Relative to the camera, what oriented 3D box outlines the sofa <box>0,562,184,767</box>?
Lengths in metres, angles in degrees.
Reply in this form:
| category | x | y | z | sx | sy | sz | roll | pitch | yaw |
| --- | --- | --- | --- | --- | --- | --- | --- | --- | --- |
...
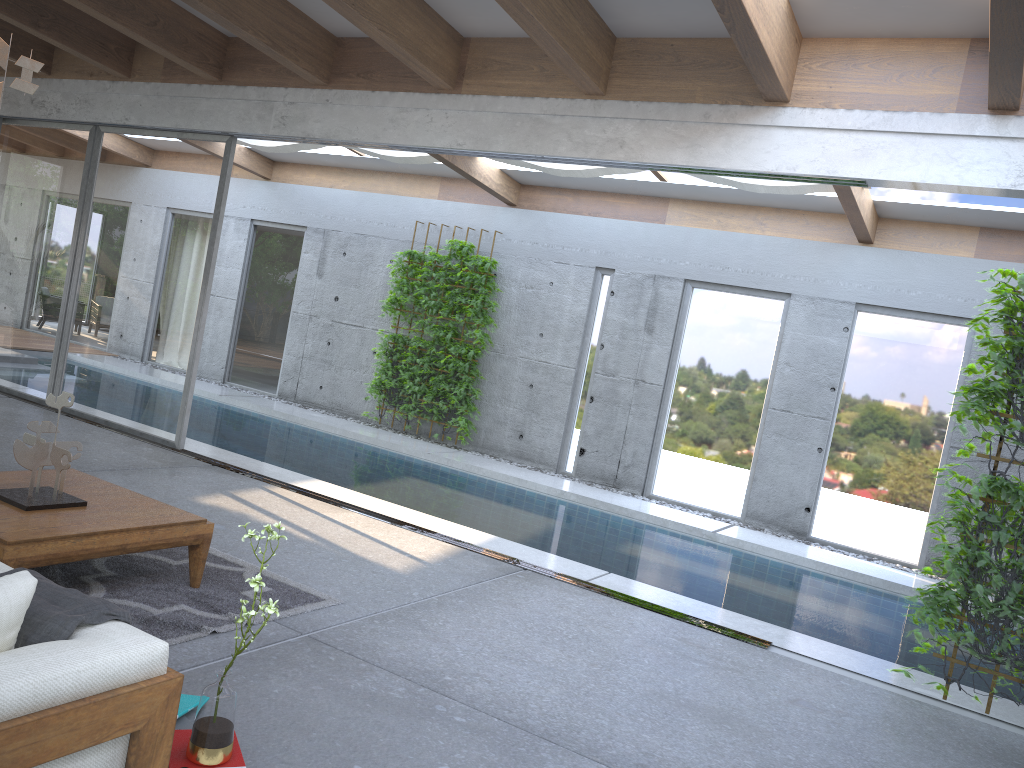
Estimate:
| category | x | y | z | sx | sy | sz | roll | pitch | yaw |
| --- | --- | --- | --- | --- | --- | --- | --- | --- | --- |
| sofa | -2.991 | 0.513 | 2.474 | 3.733 | 0.777 | 1.965 | 12 | 3 | 29 |

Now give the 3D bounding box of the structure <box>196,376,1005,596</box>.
| category | x | y | z | sx | sy | sz | roll | pitch | yaw |
| --- | --- | --- | --- | --- | --- | --- | --- | --- | --- |
| structure | -0.502 | 0.852 | 11.033 | 13.673 | 0.068 | 0.477 | 12 | 3 | 29 |

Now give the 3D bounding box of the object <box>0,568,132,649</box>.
| category | x | y | z | sx | sy | sz | roll | pitch | yaw |
| --- | --- | --- | --- | --- | --- | --- | --- | --- | --- |
| object | -1.413 | 0.927 | 2.438 | 0.472 | 0.704 | 0.857 | 12 | 3 | 25 |

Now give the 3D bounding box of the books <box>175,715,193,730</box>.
| category | x | y | z | sx | sy | sz | roll | pitch | yaw |
| --- | --- | --- | --- | --- | --- | --- | --- | --- | --- |
| books | -1.160 | 1.128 | 2.907 | 0.286 | 0.012 | 0.219 | 14 | 4 | 44 |

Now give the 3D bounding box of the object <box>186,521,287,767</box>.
| category | x | y | z | sx | sy | sz | roll | pitch | yaw |
| --- | --- | --- | --- | --- | --- | --- | --- | --- | --- |
| object | -0.806 | 0.769 | 2.643 | 0.171 | 0.750 | 0.238 | 8 | 4 | -40 |

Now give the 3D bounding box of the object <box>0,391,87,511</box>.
| category | x | y | z | sx | sy | sz | roll | pitch | yaw |
| --- | --- | --- | --- | --- | --- | --- | --- | --- | --- |
| object | -2.158 | 0.276 | 4.110 | 0.379 | 0.518 | 0.346 | 12 | 3 | 29 |

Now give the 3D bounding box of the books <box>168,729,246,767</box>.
| category | x | y | z | sx | sy | sz | roll | pitch | yaw |
| --- | --- | --- | --- | --- | --- | --- | --- | --- | --- |
| books | -0.941 | 1.129 | 2.712 | 0.219 | 0.012 | 0.286 | 9 | 3 | -26 |

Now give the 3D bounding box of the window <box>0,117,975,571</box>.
| category | x | y | z | sx | sy | sz | roll | pitch | yaw |
| --- | --- | --- | --- | --- | --- | --- | --- | --- | --- |
| window | -1.694 | -0.904 | 3.831 | 23.280 | 3.764 | 14.294 | 12 | 3 | 29 |

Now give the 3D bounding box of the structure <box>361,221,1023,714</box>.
| category | x | y | z | sx | sy | sz | roll | pitch | yaw |
| --- | --- | --- | --- | --- | --- | --- | --- | --- | --- |
| structure | 1.259 | -0.061 | 7.528 | 2.739 | 2.687 | 10.282 | 8 | 4 | -44 |

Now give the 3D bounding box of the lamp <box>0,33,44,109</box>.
| category | x | y | z | sx | sy | sz | roll | pitch | yaw |
| --- | --- | --- | --- | --- | --- | --- | --- | --- | --- |
| lamp | -2.137 | -1.696 | 3.117 | 0.862 | 1.400 | 0.636 | 10 | 3 | -14 |

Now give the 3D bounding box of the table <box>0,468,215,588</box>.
| category | x | y | z | sx | sy | sz | roll | pitch | yaw |
| --- | --- | --- | --- | --- | --- | --- | --- | --- | --- |
| table | -2.207 | 0.708 | 4.144 | 1.112 | 0.352 | 1.048 | 12 | 3 | 29 |

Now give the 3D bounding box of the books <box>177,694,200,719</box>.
| category | x | y | z | sx | sy | sz | roll | pitch | yaw |
| --- | --- | --- | --- | --- | --- | --- | --- | --- | --- |
| books | -1.203 | 1.097 | 3.026 | 0.219 | 0.074 | 0.288 | 11 | 3 | 4 |

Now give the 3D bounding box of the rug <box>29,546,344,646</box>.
| category | x | y | z | sx | sy | sz | roll | pitch | yaw |
| --- | --- | --- | --- | --- | --- | --- | --- | --- | --- |
| rug | -2.552 | 0.814 | 3.686 | 2.187 | 0.056 | 3.186 | 12 | 3 | 29 |
